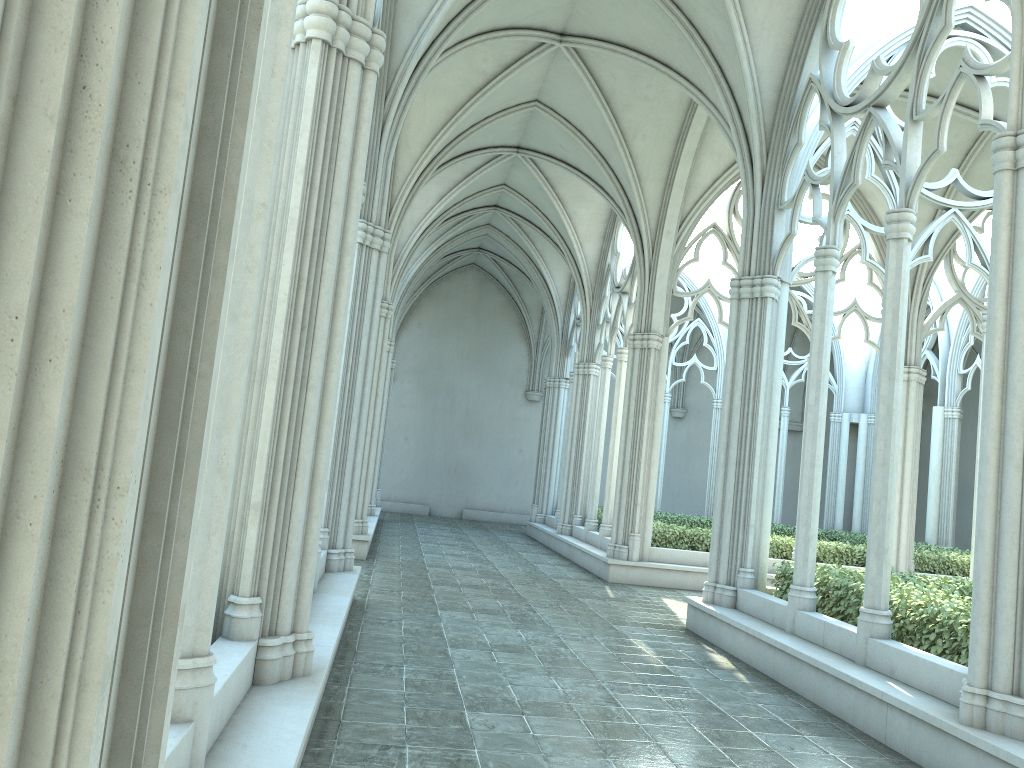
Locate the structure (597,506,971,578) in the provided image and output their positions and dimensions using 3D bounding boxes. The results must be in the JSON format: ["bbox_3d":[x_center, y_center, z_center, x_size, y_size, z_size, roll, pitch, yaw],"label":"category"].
[{"bbox_3d":[5.554,3.553,19.215,7.995,0.963,8.018,7,-6,-7],"label":"structure"}]

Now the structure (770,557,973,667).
[{"bbox_3d":[7.212,2.464,6.301,7.995,0.963,8.018,7,-6,-7],"label":"structure"}]
